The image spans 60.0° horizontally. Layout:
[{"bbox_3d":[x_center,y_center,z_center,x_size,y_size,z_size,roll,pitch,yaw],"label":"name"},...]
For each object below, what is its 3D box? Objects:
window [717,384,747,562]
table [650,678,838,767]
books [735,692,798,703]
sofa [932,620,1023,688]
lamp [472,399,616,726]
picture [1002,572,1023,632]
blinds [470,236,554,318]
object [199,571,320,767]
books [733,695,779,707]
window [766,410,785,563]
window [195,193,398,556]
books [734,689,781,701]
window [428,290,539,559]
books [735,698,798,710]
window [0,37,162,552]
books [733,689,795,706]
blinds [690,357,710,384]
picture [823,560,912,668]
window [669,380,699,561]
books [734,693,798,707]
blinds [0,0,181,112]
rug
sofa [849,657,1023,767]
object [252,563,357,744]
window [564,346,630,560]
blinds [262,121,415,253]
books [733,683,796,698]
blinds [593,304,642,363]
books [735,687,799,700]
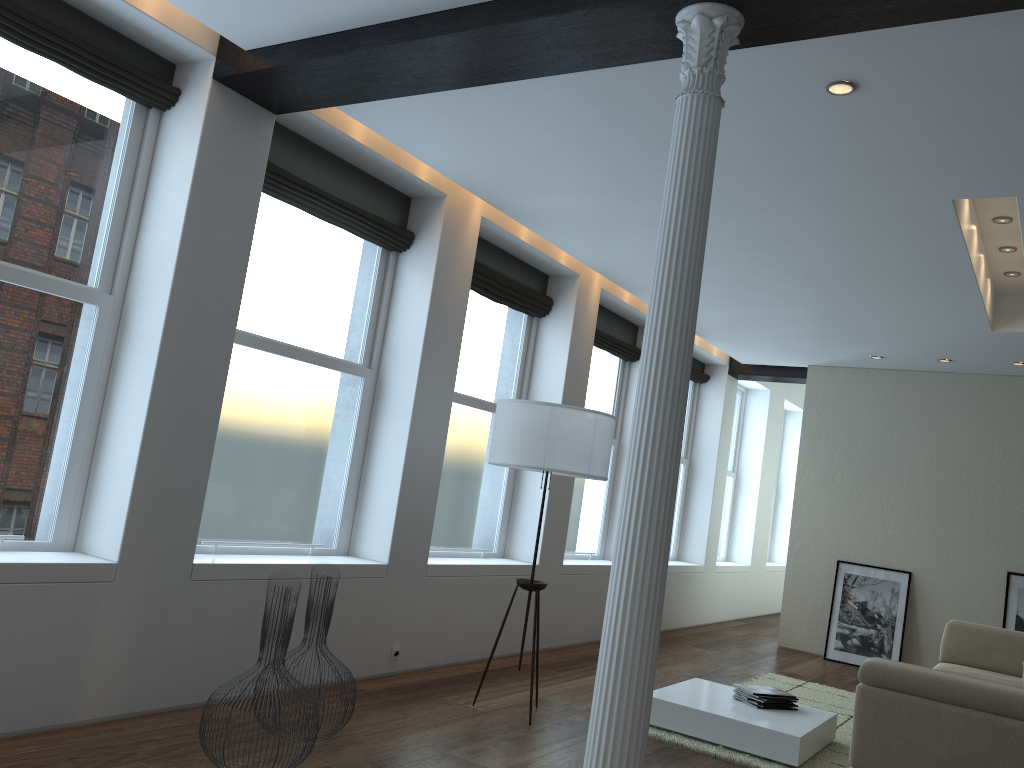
[{"bbox_3d":[2.630,1.127,11.302,0.123,2.400,1.373,4,-8,32],"label":"window"},{"bbox_3d":[1.343,1.968,5.213,0.900,0.170,0.900,4,-8,32],"label":"table"},{"bbox_3d":[1.524,1.875,5.315,0.300,0.010,0.220,12,-8,-32],"label":"books"},{"bbox_3d":[4.439,2.171,6.275,2.581,0.950,1.021,4,-8,32],"label":"sofa"},{"bbox_3d":[0.132,0.996,5.063,0.698,1.728,0.698,13,-8,-33],"label":"lamp"},{"bbox_3d":[4.988,2.330,7.814,1.183,1.140,0.225,4,-8,32],"label":"picture"},{"bbox_3d":[-0.092,-0.827,6.689,0.156,0.424,1.439,4,-8,32],"label":"blinds"},{"bbox_3d":[-0.969,1.145,3.548,0.458,0.781,0.458,4,-8,32],"label":"object"},{"bbox_3d":[1.510,1.905,5.335,0.300,0.010,0.220,13,-8,-37],"label":"books"},{"bbox_3d":[3.693,1.480,13.010,0.123,2.400,1.289,4,-8,32],"label":"window"},{"bbox_3d":[-1.248,-0.157,5.073,0.123,2.400,1.432,4,-8,32],"label":"window"},{"bbox_3d":[1.516,1.867,5.340,0.300,0.010,0.220,14,-9,-42],"label":"books"},{"bbox_3d":[-0.292,0.160,6.608,0.123,2.400,1.442,4,-8,32],"label":"window"},{"bbox_3d":[1.519,1.913,5.311,0.300,0.010,0.220,11,-7,-22],"label":"books"},{"bbox_3d":[-2.191,-0.470,3.558,0.123,2.400,1.391,4,-8,32],"label":"window"},{"bbox_3d":[1.513,1.886,5.337,0.300,0.010,0.220,9,-6,-7],"label":"books"},{"bbox_3d":[1.866,-0.241,9.828,0.156,0.275,1.563,4,-8,32],"label":"blinds"},{"bbox_3d":[3.509,2.294,8.760,0.700,0.988,0.195,4,-8,32],"label":"picture"},{"bbox_3d":[1.657,0.805,9.740,0.123,2.400,1.563,4,-8,32],"label":"window"},{"bbox_3d":[1.522,1.894,5.313,0.300,0.010,0.220,11,-7,-22],"label":"books"},{"bbox_3d":[-1.983,-1.522,3.644,0.156,0.275,1.396,4,-8,32],"label":"blinds"},{"bbox_3d":[3.160,2.319,5.089,4.231,0.020,2.972,4,-8,32],"label":"rug"},{"bbox_3d":[2.905,1.662,3.811,2.581,0.950,1.021,4,-8,32],"label":"sofa"},{"bbox_3d":[-0.909,1.211,4.055,0.458,0.781,0.458,4,-8,32],"label":"object"},{"bbox_3d":[0.667,0.477,8.149,0.123,2.400,1.443,4,-8,32],"label":"window"},{"bbox_3d":[-1.035,-1.149,5.144,0.183,0.395,1.431,4,-8,32],"label":"blinds"},{"bbox_3d":[1.519,1.848,5.342,0.300,0.010,0.220,10,-7,-17],"label":"books"},{"bbox_3d":[0.868,-0.516,8.230,0.156,0.393,1.442,4,-8,32],"label":"blinds"},{"bbox_3d":[1.527,1.856,5.317,0.300,0.010,0.220,11,-7,-22],"label":"books"}]
